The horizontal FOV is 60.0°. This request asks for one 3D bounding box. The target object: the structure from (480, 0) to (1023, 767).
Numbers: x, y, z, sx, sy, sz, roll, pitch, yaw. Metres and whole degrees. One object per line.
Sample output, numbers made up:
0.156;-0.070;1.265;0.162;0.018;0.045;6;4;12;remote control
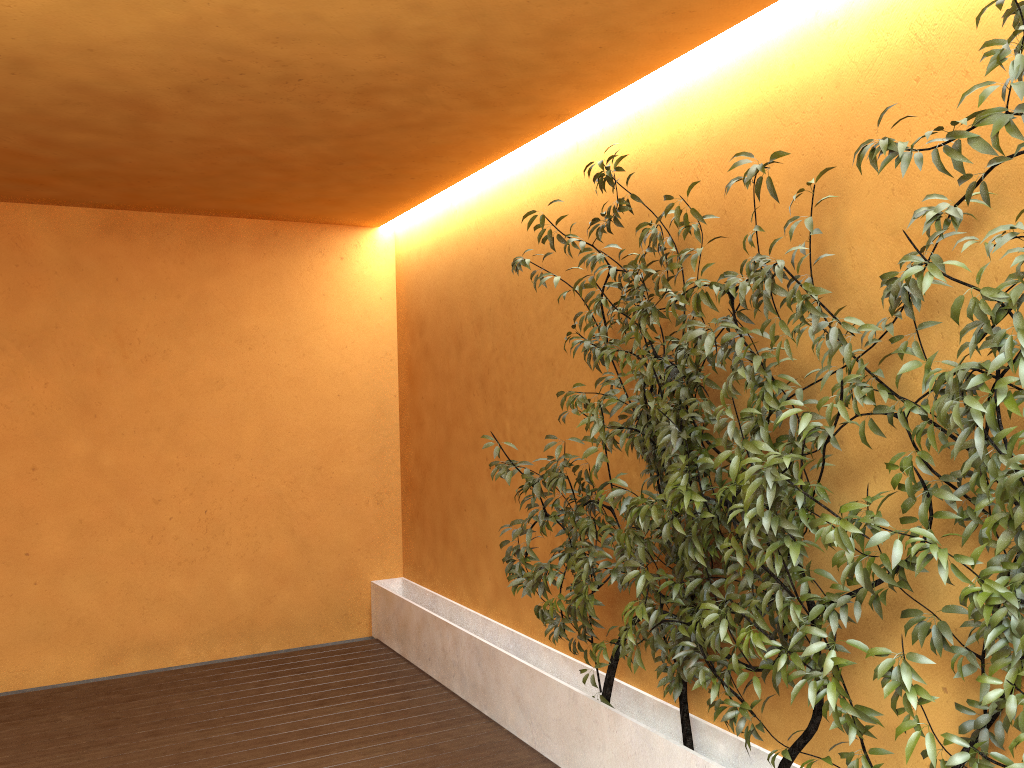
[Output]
0.767;0.215;2.868;0.622;2.483;3.166;-1;-1;-28;structure
